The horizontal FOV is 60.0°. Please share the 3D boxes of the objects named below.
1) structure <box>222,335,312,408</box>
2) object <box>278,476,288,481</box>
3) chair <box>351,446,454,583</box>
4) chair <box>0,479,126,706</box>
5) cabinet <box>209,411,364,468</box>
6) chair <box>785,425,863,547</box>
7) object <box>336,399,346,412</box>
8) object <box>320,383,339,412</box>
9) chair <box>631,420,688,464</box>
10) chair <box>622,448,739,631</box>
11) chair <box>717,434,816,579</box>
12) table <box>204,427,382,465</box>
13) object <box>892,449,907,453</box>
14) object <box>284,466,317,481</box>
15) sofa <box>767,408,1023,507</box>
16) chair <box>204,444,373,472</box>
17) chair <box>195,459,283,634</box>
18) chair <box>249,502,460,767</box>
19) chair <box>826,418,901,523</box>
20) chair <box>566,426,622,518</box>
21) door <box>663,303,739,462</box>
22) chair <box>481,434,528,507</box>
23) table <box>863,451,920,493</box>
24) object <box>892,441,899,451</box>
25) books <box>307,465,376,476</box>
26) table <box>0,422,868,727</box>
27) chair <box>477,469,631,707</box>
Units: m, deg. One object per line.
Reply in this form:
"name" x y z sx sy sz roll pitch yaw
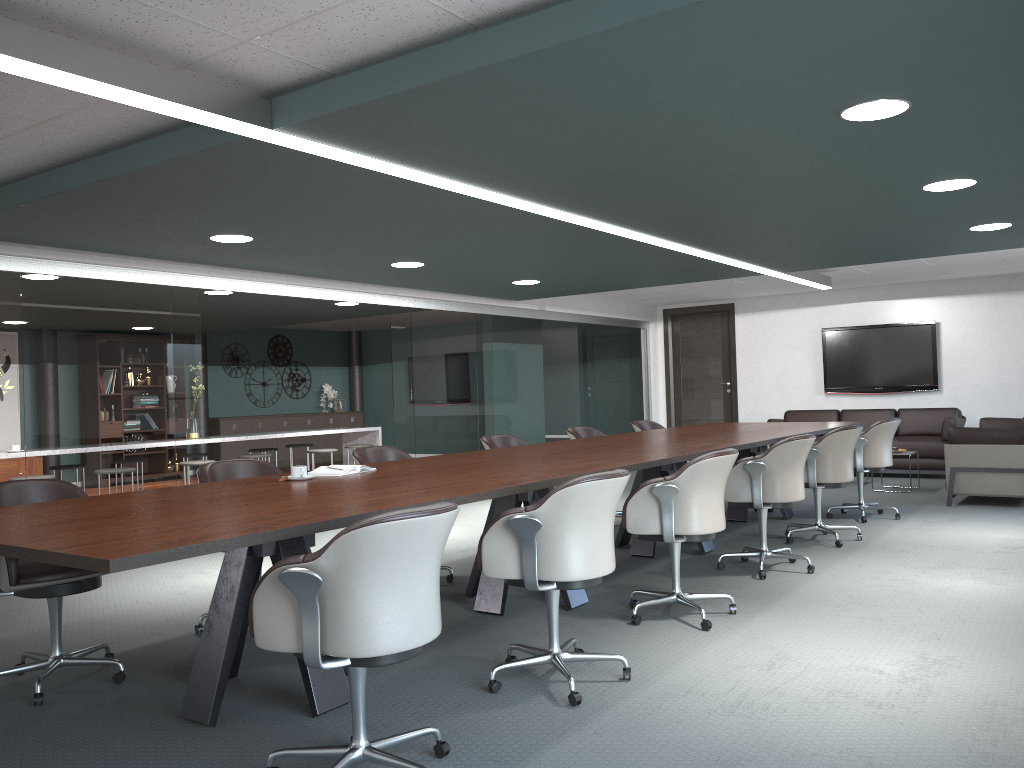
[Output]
"structure" -3.902 -0.211 14.249 0.017 1.178 1.791 -2 -1 35
"object" -0.945 0.392 3.668 0.044 0.021 0.041 -2 -1 27
"chair" -0.630 0.732 4.976 0.518 0.761 0.535 -2 -1 41
"chair" -1.758 0.752 3.372 0.518 0.761 0.535 -2 -1 41
"cabinet" -6.264 0.946 10.490 0.402 0.820 12.287 -2 -1 35
"chair" 2.054 0.653 5.857 0.523 0.761 0.533 -2 -1 21
"object" -2.918 0.369 15.119 0.174 0.207 0.042 -1 -1 -36
"object" -3.088 0.233 15.017 0.221 0.495 0.600 -2 -1 9
"chair" 1.318 0.697 7.747 0.518 0.761 0.535 -2 -1 41
"chair" 0.778 0.676 4.046 0.523 0.761 0.533 -2 -1 11
"chair" 1.447 0.664 4.981 0.518 0.761 0.535 -2 -1 41
"table" -3.085 0.883 8.680 0.609 0.699 4.577 -2 -1 35
"object" 3.604 0.639 8.433 0.281 0.028 0.281 -1 -1 -43
"object" -0.897 0.375 3.736 0.146 0.056 0.146 -2 -1 -30
"sofa" 4.190 0.633 8.944 1.976 0.728 4.057 -2 -1 -12
"chair" -3.112 0.979 8.738 1.479 0.512 4.029 -2 -1 35
"chair" -1.212 0.742 4.147 0.535 0.761 0.518 -1 -1 -34
"chair" -0.387 0.697 2.373 0.518 0.761 0.535 -2 -1 41
"chair" 2.697 0.641 6.761 0.518 0.761 0.535 -2 -1 41
"chair" 0.685 0.708 6.831 0.523 0.761 0.533 -2 -1 17
"door" 2.607 0.003 12.139 1.038 2.130 0.139 -2 -1 35
"chair" 0.061 0.719 5.958 0.518 0.761 0.535 -2 -1 41
"table" 3.240 0.847 8.834 1.477 0.359 0.926 -2 -1 35
"object" 3.633 0.595 8.434 0.082 0.107 0.082 -2 -1 21
"books" -0.766 0.385 4.005 0.180 0.032 0.285 -2 -1 26
"table" 0.497 0.724 5.063 1.374 0.706 6.694 -2 -1 35
"chair" 0.180 0.687 3.194 0.523 0.761 0.533 -2 -1 17
